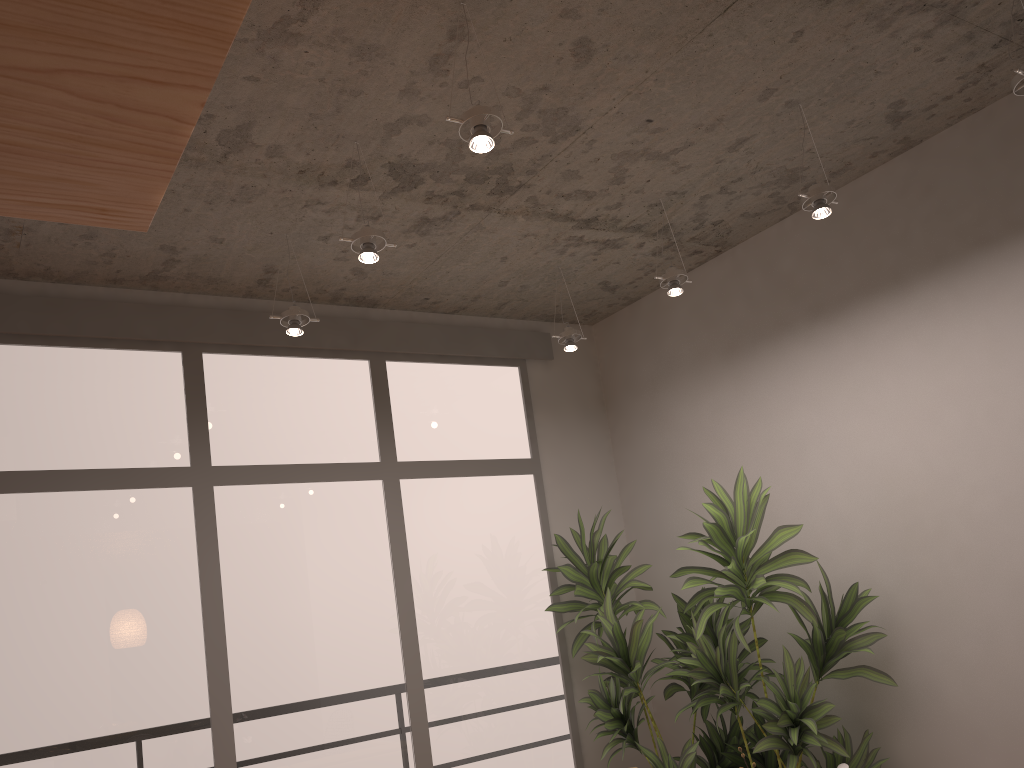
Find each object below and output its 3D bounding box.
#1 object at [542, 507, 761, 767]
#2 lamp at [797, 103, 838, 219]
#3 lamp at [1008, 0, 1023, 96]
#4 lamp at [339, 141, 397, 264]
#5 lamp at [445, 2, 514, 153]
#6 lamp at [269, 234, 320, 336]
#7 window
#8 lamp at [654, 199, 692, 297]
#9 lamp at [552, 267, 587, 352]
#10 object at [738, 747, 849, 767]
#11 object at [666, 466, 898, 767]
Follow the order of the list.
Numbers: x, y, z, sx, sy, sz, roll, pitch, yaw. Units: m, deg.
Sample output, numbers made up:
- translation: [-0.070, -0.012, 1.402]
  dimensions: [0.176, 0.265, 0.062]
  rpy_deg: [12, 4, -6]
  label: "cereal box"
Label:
- translation: [0.837, 1.657, 4.748]
  dimensions: [1.076, 2.072, 0.986]
  rpy_deg: [-5, -10, -16]
  label: "object"
- translation: [1.163, -0.878, 3.440]
  dimensions: [0.135, 0.475, 0.200]
  rpy_deg: [-12, -11, 23]
  label: "lamp"
- translation: [1.600, -1.111, 2.764]
  dimensions: [0.135, 0.475, 0.200]
  rpy_deg: [-12, -11, 23]
  label: "lamp"
- translation: [-0.553, -0.685, 3.284]
  dimensions: [0.135, 0.475, 0.200]
  rpy_deg: [-12, -11, 23]
  label: "lamp"
- translation: [-0.116, -0.918, 2.608]
  dimensions: [0.135, 0.475, 0.200]
  rpy_deg: [-12, -11, 23]
  label: "lamp"
- translation: [-0.991, -0.453, 3.960]
  dimensions: [0.135, 0.475, 0.200]
  rpy_deg: [-12, -11, 23]
  label: "lamp"
- translation: [-3.123, 1.150, 3.120]
  dimensions: [8.531, 3.227, 0.063]
  rpy_deg: [1, -13, -33]
  label: "window"
- translation: [0.725, -0.646, 4.116]
  dimensions: [0.135, 0.475, 0.200]
  rpy_deg: [-12, -11, 23]
  label: "lamp"
- translation: [0.288, -0.413, 4.793]
  dimensions: [0.135, 0.475, 0.200]
  rpy_deg: [-12, -11, 23]
  label: "lamp"
- translation: [0.779, 1.226, 2.268]
  dimensions: [0.297, 0.580, 0.378]
  rpy_deg: [0, -13, -39]
  label: "object"
- translation: [1.210, 1.466, 4.198]
  dimensions: [0.962, 2.072, 1.103]
  rpy_deg: [-4, -11, -21]
  label: "object"
